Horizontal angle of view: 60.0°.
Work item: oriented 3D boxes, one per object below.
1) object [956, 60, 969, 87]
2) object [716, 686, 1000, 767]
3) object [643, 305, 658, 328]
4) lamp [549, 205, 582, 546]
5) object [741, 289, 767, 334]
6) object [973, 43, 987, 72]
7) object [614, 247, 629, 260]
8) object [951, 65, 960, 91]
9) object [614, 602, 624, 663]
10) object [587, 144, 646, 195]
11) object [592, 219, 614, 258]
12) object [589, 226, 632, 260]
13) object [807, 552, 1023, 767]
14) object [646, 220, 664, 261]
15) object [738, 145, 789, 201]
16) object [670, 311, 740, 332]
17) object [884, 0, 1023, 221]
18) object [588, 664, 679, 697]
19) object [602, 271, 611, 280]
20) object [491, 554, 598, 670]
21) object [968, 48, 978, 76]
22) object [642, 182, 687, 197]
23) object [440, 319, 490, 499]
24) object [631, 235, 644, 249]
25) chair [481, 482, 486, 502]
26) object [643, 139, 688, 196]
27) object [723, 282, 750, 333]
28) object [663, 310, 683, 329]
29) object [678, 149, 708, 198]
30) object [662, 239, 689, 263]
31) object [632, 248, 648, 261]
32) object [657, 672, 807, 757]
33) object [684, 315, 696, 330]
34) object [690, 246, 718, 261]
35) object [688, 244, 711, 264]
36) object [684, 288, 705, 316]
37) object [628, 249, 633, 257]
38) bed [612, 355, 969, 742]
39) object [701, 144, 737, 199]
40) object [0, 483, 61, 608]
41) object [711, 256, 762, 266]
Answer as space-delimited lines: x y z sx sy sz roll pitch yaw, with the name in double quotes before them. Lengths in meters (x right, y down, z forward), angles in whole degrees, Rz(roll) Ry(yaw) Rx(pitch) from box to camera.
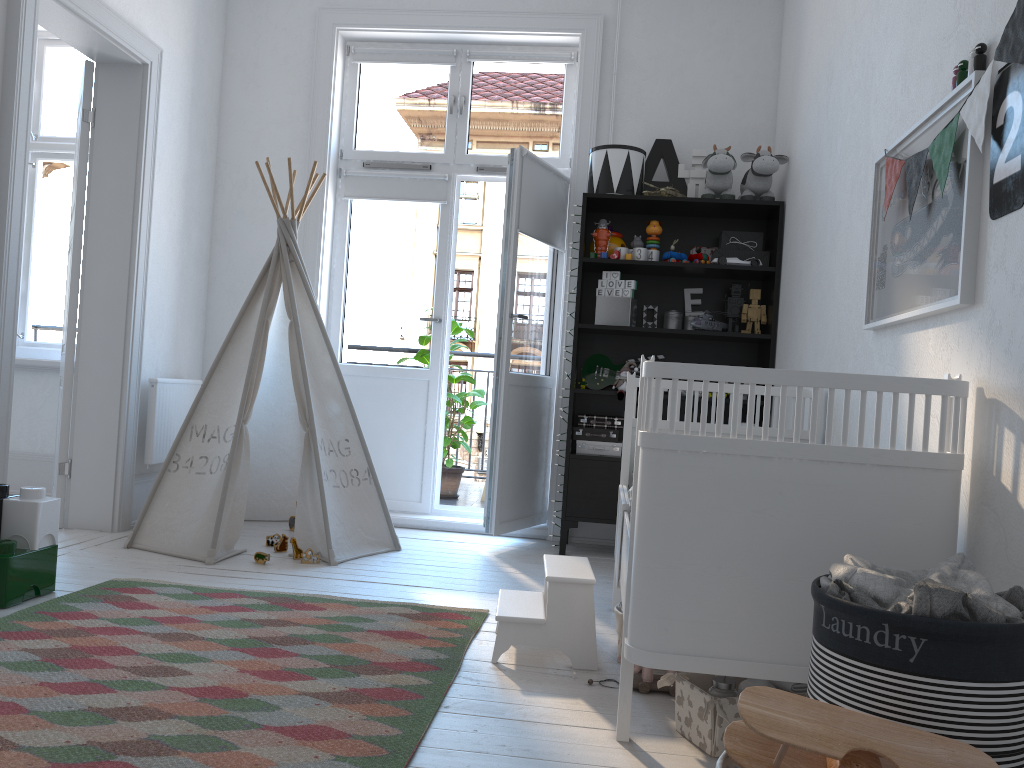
"object" 1.002 -0.687 1.969 0.025 0.064 0.025 4 0 4
"object" 0.440 0.595 1.111 0.378 0.367 0.379 4 0 -24
"object" 0.679 -0.320 4.357 0.070 0.134 0.028 4 0 6
"lamp" 0.722 -0.020 4.281 0.985 1.684 0.095 4 0 4
"object" 1.132 -0.334 4.147 0.114 0.221 0.052 4 0 6
"object" 0.990 -0.689 1.875 0.025 0.064 0.025 4 0 -1
"object" 0.513 -0.605 4.173 0.067 0.067 0.067 4 0 7
"object" 1.005 -0.687 1.997 0.025 0.064 0.025 4 0 2
"object" 0.398 0.712 2.547 0.215 0.148 0.240 4 0 13
"object" 0.535 -0.998 4.310 0.272 0.259 0.395 4 0 35
"object" 0.431 -0.679 4.183 0.105 0.203 0.072 4 0 14
"object" 0.471 -0.671 4.249 0.197 0.197 0.318 4 0 2
"object" 0.648 0.532 1.418 0.345 0.513 0.346 4 0 -4
"object" 0.666 -0.668 4.182 0.077 0.213 0.077 4 0 40
"object" 1.120 -0.954 4.130 0.211 0.253 0.386 4 0 -10
"object" 0.920 -0.291 4.180 0.368 0.106 0.349 4 -1 8
"object" 1.000 -0.606 2.047 0.058 0.415 0.905 4 0 5
"object" 0.327 0.702 2.283 0.254 0.151 0.125 4 0 5
"object" 0.448 -0.507 4.169 0.040 0.040 0.040 4 0 11
"object" 0.099 0.642 2.550 0.288 0.245 0.332 4 0 1
"object" 0.992 -0.689 1.900 0.025 0.064 0.025 4 0 2
"object" 0.710 -0.908 4.181 0.121 0.100 0.338 3 -1 41
"object" -0.456 0.117 5.758 0.720 1.225 0.489 4 0 16
"object" 0.607 -0.644 4.311 0.063 0.160 0.063 4 0 -15
"chair" 0.118 0.411 5.668 0.498 0.715 0.436 4 0 -39
"object" 0.736 -1.027 4.364 0.343 0.344 0.057 4 0 6
"object" 1.064 -0.358 4.217 0.117 0.259 0.081 4 0 6
"object" 0.783 -0.301 4.312 0.095 0.110 0.095 4 0 11
"object" 0.903 -0.989 4.315 0.190 0.290 0.065 4 0 11
"object" 0.772 -0.617 4.170 0.121 0.126 0.087 4 0 -17
"object" 0.598 -0.600 4.149 0.067 0.067 0.067 4 0 7
"object" 0.526 0.706 1.964 0.360 0.163 0.242 4 0 -19
"object" 0.871 -0.288 4.218 0.078 0.091 0.246 4 -1 1
"object" 1.048 -0.602 4.340 0.347 0.131 0.037 4 0 6
"object" 0.885 -0.609 4.200 0.087 0.112 0.122 4 0 -23
"object" 0.894 -0.397 4.344 0.107 0.151 0.055 4 0 6
"object" 0.571 -0.601 4.211 0.067 0.067 0.067 4 0 -20
"bed" 0.642 0.384 2.465 0.670 0.833 1.404 4 0 6
"object" 0.968 -0.964 4.142 0.154 0.253 0.370 4 0 14
"object" -1.577 0.484 2.721 0.246 0.332 0.246 4 0 6
"object" 1.035 -0.561 4.095 0.230 0.048 0.098 4 0 -4
